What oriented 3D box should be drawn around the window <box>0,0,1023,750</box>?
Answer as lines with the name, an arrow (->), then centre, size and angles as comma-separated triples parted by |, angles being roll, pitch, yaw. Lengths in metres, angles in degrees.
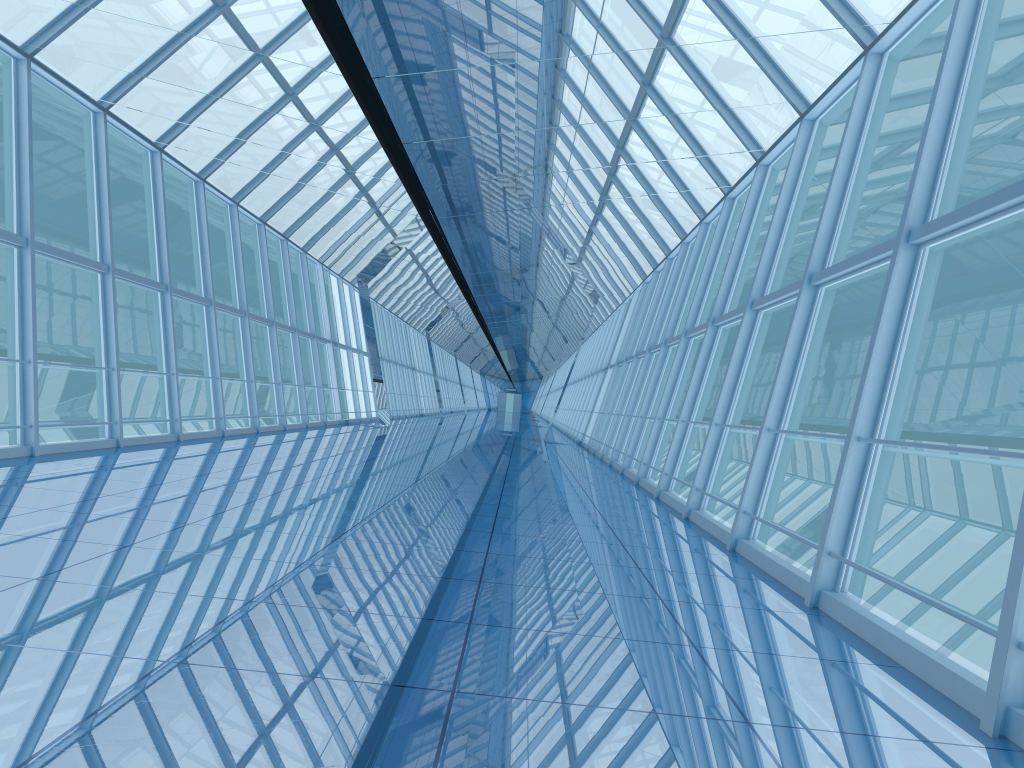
window -> -0.864, -0.252, 52.135 | 9.932, 4.941, 105.261 | 5, -1, 1
